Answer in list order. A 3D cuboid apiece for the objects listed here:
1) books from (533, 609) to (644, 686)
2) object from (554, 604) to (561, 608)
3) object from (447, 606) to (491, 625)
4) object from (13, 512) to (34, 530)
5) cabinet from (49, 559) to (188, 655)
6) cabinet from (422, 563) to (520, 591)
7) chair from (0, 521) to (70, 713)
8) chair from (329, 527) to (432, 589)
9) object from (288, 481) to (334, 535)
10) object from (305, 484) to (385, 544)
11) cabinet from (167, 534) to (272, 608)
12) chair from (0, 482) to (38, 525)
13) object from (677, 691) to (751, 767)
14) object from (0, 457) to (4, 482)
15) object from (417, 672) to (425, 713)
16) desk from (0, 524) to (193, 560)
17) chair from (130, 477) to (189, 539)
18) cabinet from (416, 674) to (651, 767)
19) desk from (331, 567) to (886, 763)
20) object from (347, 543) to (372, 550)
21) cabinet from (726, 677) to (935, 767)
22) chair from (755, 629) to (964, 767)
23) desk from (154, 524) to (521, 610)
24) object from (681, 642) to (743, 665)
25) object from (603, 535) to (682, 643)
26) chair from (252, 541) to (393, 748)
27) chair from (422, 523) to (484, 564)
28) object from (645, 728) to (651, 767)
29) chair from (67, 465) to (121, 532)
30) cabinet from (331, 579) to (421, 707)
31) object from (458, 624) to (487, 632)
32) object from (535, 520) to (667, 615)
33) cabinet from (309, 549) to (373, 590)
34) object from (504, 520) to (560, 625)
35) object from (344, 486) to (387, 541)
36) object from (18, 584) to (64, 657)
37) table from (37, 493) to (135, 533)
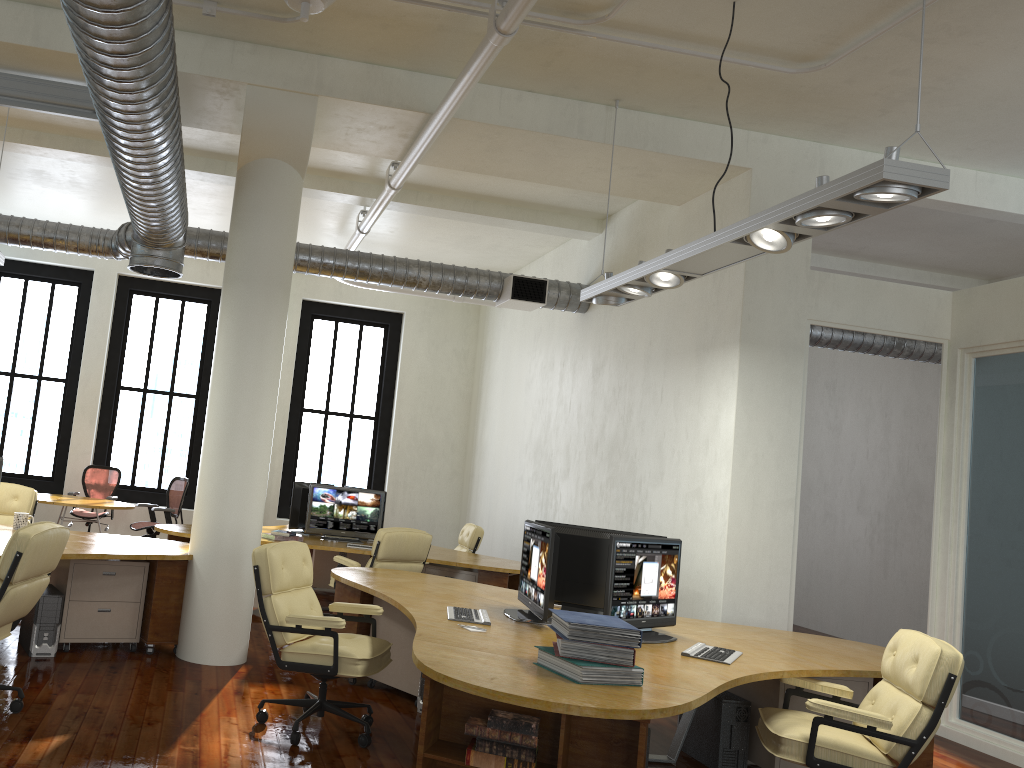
[{"bbox_3d":[0.320,1.110,3.749,0.416,0.226,0.460,6,-6,-3],"label":"books"},{"bbox_3d":[0.495,1.478,5.823,0.507,0.016,0.215,4,-7,19],"label":"object"},{"bbox_3d":[-0.247,1.296,4.985,0.231,0.016,0.472,7,-7,-2],"label":"object"},{"bbox_3d":[-3.763,1.057,6.816,0.118,0.131,0.131,3,-7,27],"label":"object"},{"bbox_3d":[-2.991,1.580,6.660,0.811,0.707,0.967,10,-8,-36],"label":"cabinet"},{"bbox_3d":[-0.377,2.119,8.739,0.957,0.707,0.822,4,-7,22],"label":"cabinet"},{"bbox_3d":[-2.851,1.206,4.686,0.780,1.019,0.720,6,-6,-3],"label":"chair"},{"bbox_3d":[-1.231,1.789,8.103,0.648,1.019,0.858,11,-8,-43],"label":"chair"},{"bbox_3d":[-2.190,1.356,9.688,0.316,0.551,0.743,3,-7,24],"label":"object"},{"bbox_3d":[-1.729,1.349,9.187,0.771,0.551,0.305,8,-6,-15],"label":"object"},{"bbox_3d":[-2.827,1.834,8.667,0.808,0.707,0.970,11,-8,-38],"label":"cabinet"},{"bbox_3d":[-4.537,1.354,7.576,0.715,1.019,0.785,6,-6,-4],"label":"chair"},{"bbox_3d":[1.198,2.047,5.324,0.173,0.410,0.500,7,-6,-17],"label":"object"},{"bbox_3d":[-3.694,0.740,5.882,0.308,0.551,0.763,4,-6,13],"label":"object"},{"bbox_3d":[-0.373,1.921,5.761,0.434,0.410,0.199,11,-8,-42],"label":"object"},{"bbox_3d":[-4.463,1.337,6.166,3.797,0.732,3.581,3,-7,25],"label":"desk"},{"bbox_3d":[-6.645,1.158,8.506,1.042,1.155,7.171,0,-9,45],"label":"chair"},{"bbox_3d":[0.124,1.601,3.836,0.942,0.707,0.837,4,-6,17],"label":"cabinet"},{"bbox_3d":[0.114,1.771,5.455,3.519,0.732,3.853,12,-9,-42],"label":"desk"},{"bbox_3d":[-1.377,1.598,8.656,0.477,0.016,0.229,6,-7,0],"label":"object"},{"bbox_3d":[1.791,1.962,5.312,0.859,0.707,0.920,7,-6,-13],"label":"cabinet"},{"bbox_3d":[1.589,1.652,4.216,0.819,1.019,0.684,5,-6,12],"label":"chair"},{"bbox_3d":[-1.869,2.056,9.805,3.831,0.732,3.571,7,-7,-7],"label":"desk"},{"bbox_3d":[1.045,1.398,4.612,0.249,0.016,0.437,3,-7,25],"label":"object"},{"bbox_3d":[0.742,1.132,4.949,0.321,0.551,0.731,1,-8,41],"label":"object"},{"bbox_3d":[-1.086,1.450,5.067,0.830,1.019,0.674,4,-6,17],"label":"chair"},{"bbox_3d":[-0.793,2.084,10.200,0.767,1.019,0.733,7,-6,-8],"label":"chair"},{"bbox_3d":[0.401,1.832,4.260,0.512,0.410,0.169,4,-6,20],"label":"object"},{"bbox_3d":[-5.503,1.661,11.695,0.721,1.155,0.767,6,-6,-5],"label":"chair"},{"bbox_3d":[-0.679,1.798,6.290,0.801,0.707,0.978,12,-8,-43],"label":"cabinet"},{"bbox_3d":[-0.206,1.251,4.550,0.103,0.015,0.144,10,-7,-26],"label":"object"},{"bbox_3d":[0.521,1.175,5.529,0.871,0.551,0.269,3,-6,24],"label":"object"},{"bbox_3d":[-2.115,2.169,10.842,0.870,0.707,0.909,7,-6,-8],"label":"cabinet"},{"bbox_3d":[0.131,1.093,5.204,0.288,0.551,0.816,6,-6,-8],"label":"object"},{"bbox_3d":[-1.641,1.424,9.739,0.264,0.551,0.886,10,-7,-40],"label":"object"},{"bbox_3d":[-3.290,1.642,6.196,0.165,0.410,0.523,9,-7,-35],"label":"object"},{"bbox_3d":[-5.352,1.770,10.715,1.560,0.743,1.410,5,-7,13],"label":"table"}]
